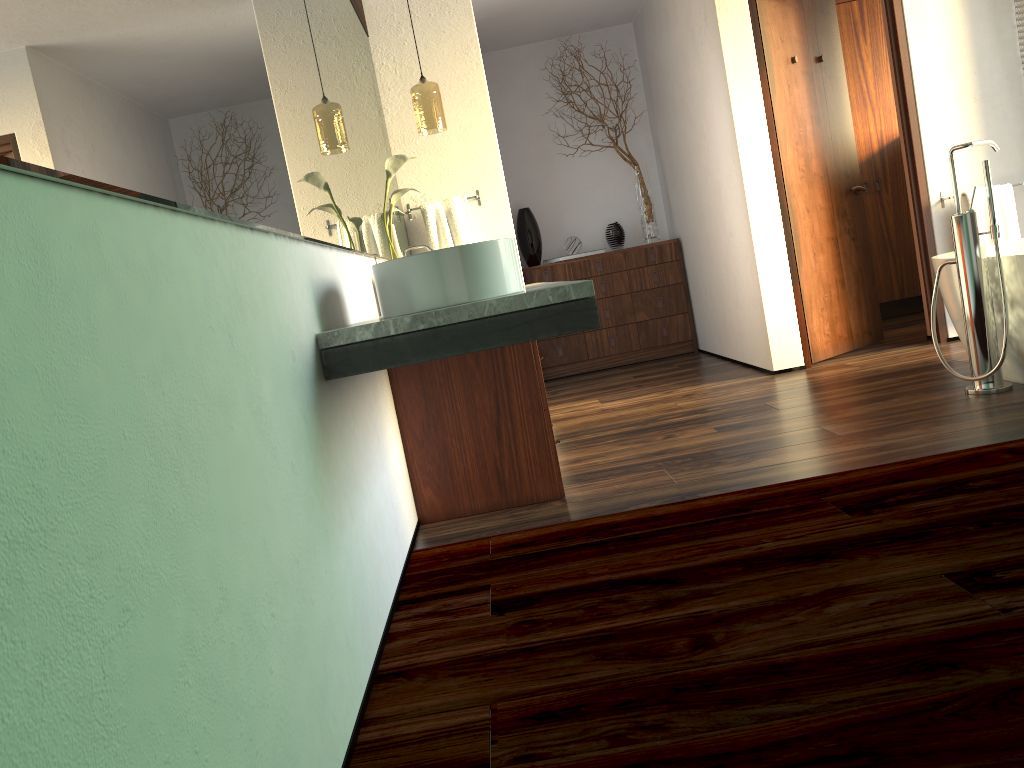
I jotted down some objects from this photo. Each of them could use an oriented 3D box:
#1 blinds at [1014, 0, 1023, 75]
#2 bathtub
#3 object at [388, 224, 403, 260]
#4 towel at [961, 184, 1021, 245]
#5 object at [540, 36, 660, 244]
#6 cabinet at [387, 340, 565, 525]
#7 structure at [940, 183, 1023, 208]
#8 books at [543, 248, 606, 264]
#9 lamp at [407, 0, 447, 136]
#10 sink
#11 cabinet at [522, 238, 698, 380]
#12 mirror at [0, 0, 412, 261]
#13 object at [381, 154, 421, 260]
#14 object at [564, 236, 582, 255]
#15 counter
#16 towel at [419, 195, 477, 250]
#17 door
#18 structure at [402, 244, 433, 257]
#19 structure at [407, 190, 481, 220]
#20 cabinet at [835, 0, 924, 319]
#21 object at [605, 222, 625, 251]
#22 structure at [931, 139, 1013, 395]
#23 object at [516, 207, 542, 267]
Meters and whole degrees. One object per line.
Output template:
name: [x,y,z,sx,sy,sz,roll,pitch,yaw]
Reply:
blinds: [2.524,-1.347,3.303,0.181,2.334,2.125,-11,6,0]
bathtub: [2.157,-0.290,3.156,0.765,0.484,1.620,-11,6,0]
object: [-0.345,-0.416,3.092,0.245,0.305,0.118,-8,7,28]
towel: [2.373,-0.655,4.371,0.257,0.636,0.156,-13,6,-16]
object: [0.572,-1.638,6.105,0.846,1.448,0.714,-5,8,44]
cabinet: [-0.118,0.088,3.205,0.513,0.599,0.659,-11,6,1]
structure: [2.368,-0.959,4.367,0.454,0.088,0.102,-11,6,2]
books: [0.497,-0.917,6.303,0.489,0.034,0.251,-14,7,-23]
lamp: [-0.451,-1.606,4.106,0.142,0.866,0.135,-5,8,43]
sink: [-0.156,-0.259,2.175,0.358,0.130,0.356,-11,6,4]
cabinet: [0.648,-0.519,6.294,1.141,0.799,0.402,-11,6,2]
mirror: [-0.565,-0.937,2.440,0.017,1.151,4.078,-11,6,0]
object: [-0.393,-0.499,3.005,0.185,0.504,0.247,-13,6,-21]
object: [0.435,-0.983,6.291,0.131,0.131,0.131,-11,6,-3]
counter: [-0.141,-0.236,2.969,0.588,0.101,2.258,-11,7,0]
towel: [-0.275,-0.606,4.411,0.262,0.636,0.159,-9,6,20]
door: [1.673,-1.120,4.652,0.731,1.945,0.464,-11,6,2]
structure: [-0.361,-0.428,3.490,0.165,0.242,0.066,-10,6,6]
structure: [-0.342,-0.903,4.441,0.370,0.088,0.102,-11,6,2]
cabinet: [1.972,-1.537,5.891,1.486,2.361,0.358,-11,6,2]
object: [0.732,-1.047,6.275,0.142,0.200,0.135,-5,9,45]
structure: [1.659,-0.416,3.243,0.283,0.896,0.239,-6,8,41]
object: [0.122,-1.040,6.292,0.172,0.416,0.168,-9,6,14]
